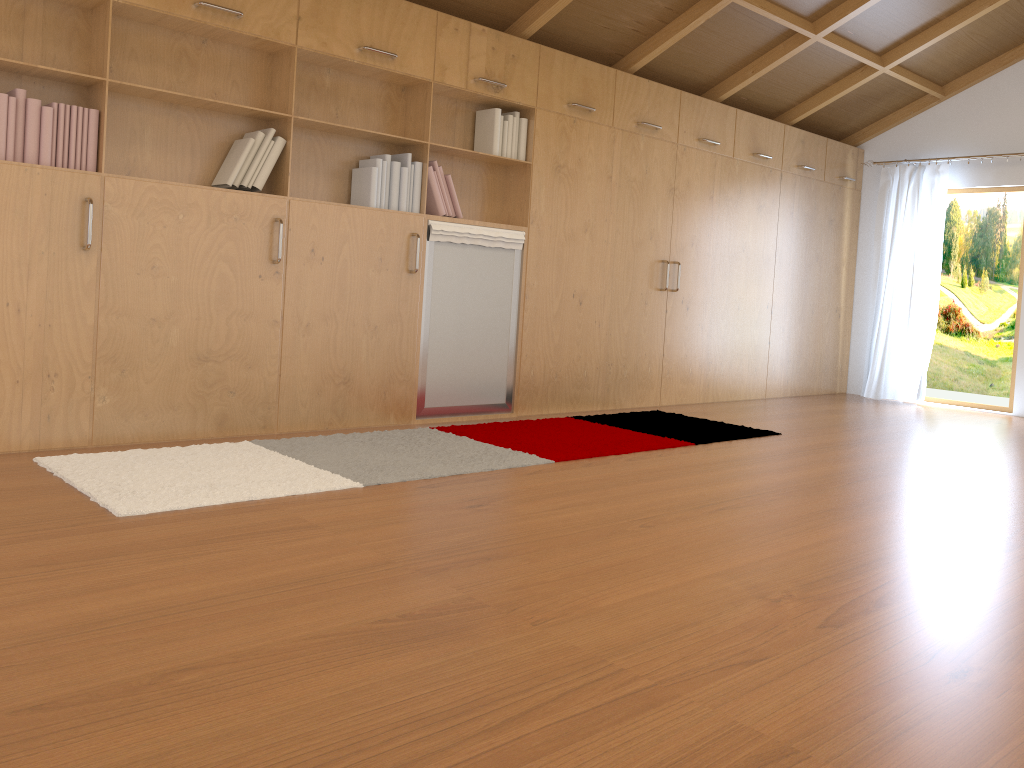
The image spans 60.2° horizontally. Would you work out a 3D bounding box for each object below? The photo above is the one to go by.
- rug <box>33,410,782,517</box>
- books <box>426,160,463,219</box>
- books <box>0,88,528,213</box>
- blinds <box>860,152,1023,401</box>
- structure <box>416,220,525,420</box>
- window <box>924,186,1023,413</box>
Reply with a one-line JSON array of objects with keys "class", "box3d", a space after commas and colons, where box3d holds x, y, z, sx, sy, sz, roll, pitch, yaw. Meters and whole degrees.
[{"class": "rug", "box3d": [-0.109, 0.289, 4.222, 3.719, 0.011, 0.921, -2, 8, -43]}, {"class": "books", "box3d": [-0.412, -1.058, 4.822, 0.279, 0.296, 0.176, 0, 5, -43]}, {"class": "books", "box3d": [-1.111, -1.210, 4.154, 3.107, 0.656, 0.189, -2, 5, -43]}, {"class": "blinds", "box3d": [3.980, -0.753, 6.715, 0.233, 2.030, 2.861, 2, 5, -43]}, {"class": "structure", "box3d": [-0.304, -0.363, 5.005, 0.725, 1.076, 0.317, 1, 3, -43]}, {"class": "window", "box3d": [3.717, -0.709, 7.239, 0.026, 1.781, 0.878, 2, 3, -43]}]
